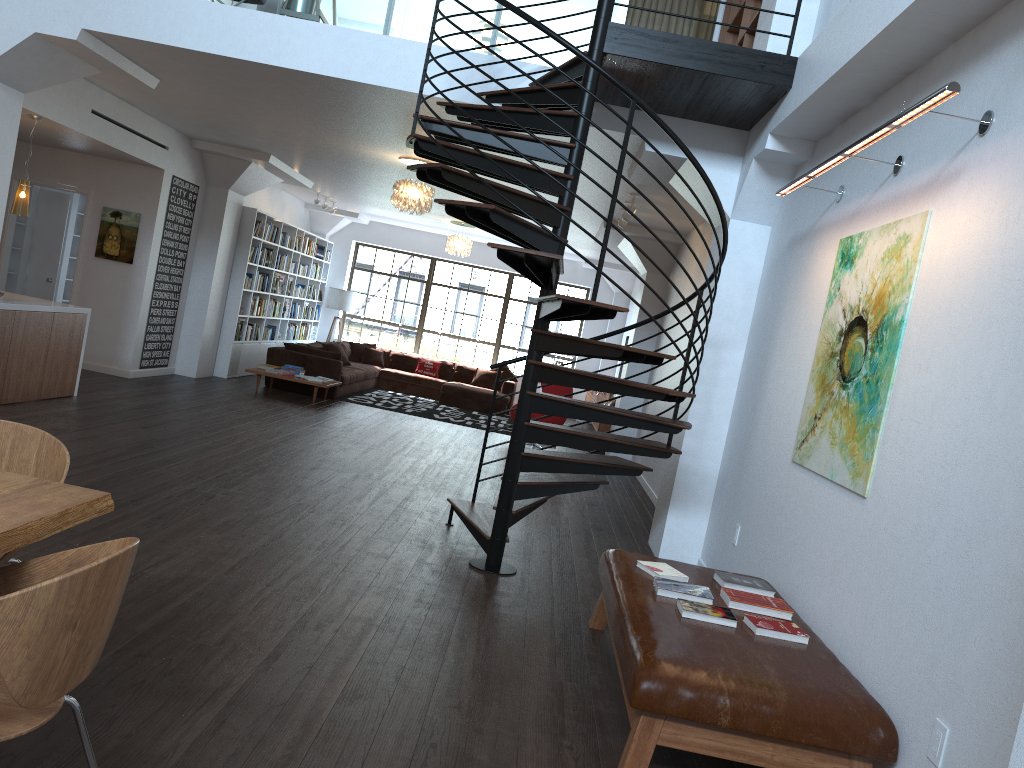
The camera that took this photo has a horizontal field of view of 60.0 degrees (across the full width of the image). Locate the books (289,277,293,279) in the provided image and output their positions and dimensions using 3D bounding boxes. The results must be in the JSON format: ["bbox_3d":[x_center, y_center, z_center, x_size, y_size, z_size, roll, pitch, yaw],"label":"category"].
[{"bbox_3d":[-3.744,-1.764,14.628,0.224,0.030,0.161,12,3,11],"label":"books"}]

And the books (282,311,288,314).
[{"bbox_3d":[-3.878,-1.215,14.780,0.259,0.040,0.180,11,3,1],"label":"books"}]

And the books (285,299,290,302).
[{"bbox_3d":[-3.812,-1.407,14.738,0.185,0.041,0.129,12,4,16],"label":"books"}]

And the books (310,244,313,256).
[{"bbox_3d":[-3.587,-2.381,15.549,0.160,0.250,0.026,11,3,1],"label":"books"}]

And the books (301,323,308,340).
[{"bbox_3d":[-3.838,-0.964,16.224,0.140,0.298,0.044,11,3,1],"label":"books"}]

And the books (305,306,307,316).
[{"bbox_3d":[-3.798,-1.302,15.967,0.183,0.253,0.039,11,3,1],"label":"books"}]

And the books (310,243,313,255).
[{"bbox_3d":[-3.598,-2.376,15.515,0.174,0.240,0.045,11,3,1],"label":"books"}]

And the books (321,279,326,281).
[{"bbox_3d":[-3.668,-1.975,16.643,0.284,0.035,0.197,13,4,31],"label":"books"}]

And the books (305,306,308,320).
[{"bbox_3d":[-3.792,-1.303,16.035,0.171,0.246,0.036,11,3,1],"label":"books"}]

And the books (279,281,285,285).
[{"bbox_3d":[-3.784,-1.640,14.280,0.183,0.042,0.253,11,3,1],"label":"books"}]

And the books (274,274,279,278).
[{"bbox_3d":[-3.768,-1.705,13.885,0.174,0.045,0.240,11,3,1],"label":"books"}]

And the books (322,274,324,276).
[{"bbox_3d":[-3.650,-2.069,16.636,0.204,0.025,0.144,13,4,31],"label":"books"}]

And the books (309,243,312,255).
[{"bbox_3d":[-3.588,-2.376,15.443,0.183,0.253,0.034,11,3,1],"label":"books"}]

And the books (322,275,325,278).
[{"bbox_3d":[-3.653,-2.040,16.634,0.254,0.032,0.174,14,4,36],"label":"books"}]

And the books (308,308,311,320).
[{"bbox_3d":[-3.782,-1.301,16.221,0.161,0.223,0.032,11,3,1],"label":"books"}]

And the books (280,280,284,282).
[{"bbox_3d":[-3.783,-1.676,14.284,0.161,0.033,0.223,11,3,1],"label":"books"}]

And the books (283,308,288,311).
[{"bbox_3d":[-3.857,-1.253,14.763,0.231,0.044,0.168,11,3,-4],"label":"books"}]

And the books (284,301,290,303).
[{"bbox_3d":[-3.815,-1.375,14.747,0.208,0.024,0.144,12,3,6],"label":"books"}]

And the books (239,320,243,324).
[{"bbox_3d":[-3.960,-0.904,12.703,0.174,0.045,0.240,11,3,-9],"label":"books"}]

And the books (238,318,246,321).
[{"bbox_3d":[-3.946,-0.937,12.678,0.223,0.027,0.161,12,3,11],"label":"books"}]

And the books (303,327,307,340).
[{"bbox_3d":[-3.862,-0.940,16.176,0.189,0.247,0.057,11,3,2],"label":"books"}]

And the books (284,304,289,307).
[{"bbox_3d":[-3.840,-1.326,14.757,0.223,0.032,0.161,11,3,1],"label":"books"}]

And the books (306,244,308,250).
[{"bbox_3d":[-3.604,-2.352,15.242,0.161,0.223,0.026,11,3,1],"label":"books"}]

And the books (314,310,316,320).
[{"bbox_3d":[-3.759,-1.325,16.609,0.172,0.235,0.112,11,3,1],"label":"books"}]

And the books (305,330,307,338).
[{"bbox_3d":[-3.851,-0.924,16.273,0.144,0.207,0.048,11,3,1],"label":"books"}]

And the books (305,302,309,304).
[{"bbox_3d":[-3.772,-1.465,15.867,0.224,0.030,0.161,12,3,11],"label":"books"}]

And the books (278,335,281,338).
[{"bbox_3d":[-3.989,-0.815,14.748,0.284,0.033,0.197,10,3,-13],"label":"books"}]

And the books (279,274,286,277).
[{"bbox_3d":[-3.752,-1.761,14.290,0.129,0.043,0.185,12,4,16],"label":"books"}]

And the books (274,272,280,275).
[{"bbox_3d":[-3.753,-1.738,13.860,0.223,0.027,0.161,12,3,11],"label":"books"}]

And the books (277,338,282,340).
[{"bbox_3d":[-3.996,-0.782,14.750,0.284,0.035,0.197,11,3,1],"label":"books"}]

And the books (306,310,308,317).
[{"bbox_3d":[-3.793,-1.308,16.072,0.160,0.251,0.036,11,3,1],"label":"books"}]

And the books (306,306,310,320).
[{"bbox_3d":[-3.786,-1.313,16.155,0.183,0.253,0.042,11,3,1],"label":"books"}]

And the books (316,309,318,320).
[{"bbox_3d":[-3.763,-1.322,16.760,0.161,0.213,0.146,11,3,1],"label":"books"}]

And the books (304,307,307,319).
[{"bbox_3d":[-3.787,-1.285,15.933,0.161,0.223,0.030,11,3,1],"label":"books"}]

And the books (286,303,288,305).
[{"bbox_3d":[-3.811,-1.348,14.741,0.161,0.026,0.223,11,3,-9],"label":"books"}]

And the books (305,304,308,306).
[{"bbox_3d":[-3.777,-1.436,15.861,0.223,0.031,0.161,11,3,1],"label":"books"}]

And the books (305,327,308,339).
[{"bbox_3d":[-3.861,-0.945,16.316,0.159,0.241,0.038,11,3,1],"label":"books"}]

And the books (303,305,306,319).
[{"bbox_3d":[-3.791,-1.296,15.861,0.174,0.251,0.051,11,3,1],"label":"books"}]

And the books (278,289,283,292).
[{"bbox_3d":[-3.807,-1.515,14.282,0.160,0.039,0.251,12,3,6],"label":"books"}]

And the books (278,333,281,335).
[{"bbox_3d":[-3.987,-0.848,14.749,0.254,0.032,0.174,12,3,6],"label":"books"}]

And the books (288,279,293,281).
[{"bbox_3d":[-3.750,-1.735,14.622,0.223,0.031,0.161,11,3,1],"label":"books"}]

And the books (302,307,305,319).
[{"bbox_3d":[-3.796,-1.280,15.822,0.161,0.223,0.030,11,3,1],"label":"books"}]

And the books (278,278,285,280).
[{"bbox_3d":[-3.791,-1.709,14.307,0.223,0.027,0.161,11,3,-9],"label":"books"}]

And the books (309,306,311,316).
[{"bbox_3d":[-3.783,-1.317,16.256,0.160,0.251,0.039,11,3,1],"label":"books"}]

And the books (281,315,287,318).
[{"bbox_3d":[-3.888,-1.137,14.757,0.246,0.038,0.171,11,3,1],"label":"books"}]

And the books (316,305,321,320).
[{"bbox_3d":[-3.750,-1.367,16.859,0.176,0.290,0.053,11,3,1],"label":"books"}]

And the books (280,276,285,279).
[{"bbox_3d":[-3.766,-1.730,14.296,0.144,0.024,0.208,12,3,6],"label":"books"}]

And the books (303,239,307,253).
[{"bbox_3d":[-3.606,-2.357,15.119,0.171,0.246,0.057,11,3,1],"label":"books"}]

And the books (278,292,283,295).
[{"bbox_3d":[-3.812,-1.476,14.286,0.171,0.039,0.246,11,3,1],"label":"books"}]

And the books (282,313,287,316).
[{"bbox_3d":[-3.882,-1.175,14.757,0.251,0.037,0.160,12,3,6],"label":"books"}]

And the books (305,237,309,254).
[{"bbox_3d":[-3.601,-2.383,15.200,0.176,0.290,0.053,11,3,1],"label":"books"}]

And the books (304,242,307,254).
[{"bbox_3d":[-3.606,-2.348,15.161,0.161,0.223,0.027,11,3,1],"label":"books"}]

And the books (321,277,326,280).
[{"bbox_3d":[-3.661,-2.009,16.641,0.284,0.033,0.197,12,4,16],"label":"books"}]

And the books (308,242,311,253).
[{"bbox_3d":[-3.600,-2.363,15.375,0.168,0.231,0.037,11,3,1],"label":"books"}]

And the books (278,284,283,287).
[{"bbox_3d":[-3.800,-1.600,14.287,0.168,0.045,0.231,11,3,-4],"label":"books"}]

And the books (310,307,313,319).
[{"bbox_3d":[-3.781,-1.312,16.380,0.168,0.228,0.139,11,3,1],"label":"books"}]

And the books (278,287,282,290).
[{"bbox_3d":[-3.823,-1.559,14.276,0.180,0.042,0.259,11,3,1],"label":"books"}]

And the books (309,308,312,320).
[{"bbox_3d":[-3.779,-1.296,16.293,0.161,0.221,0.035,11,3,1],"label":"books"}]

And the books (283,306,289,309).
[{"bbox_3d":[-3.853,-1.293,14.753,0.253,0.040,0.183,11,3,1],"label":"books"}]
